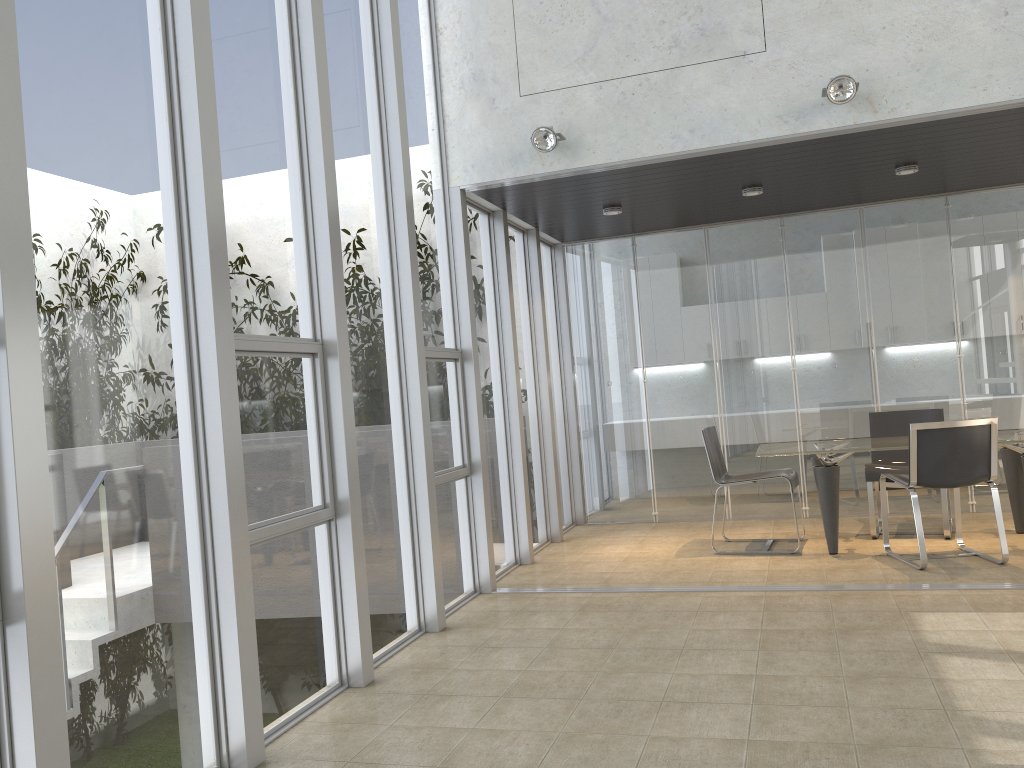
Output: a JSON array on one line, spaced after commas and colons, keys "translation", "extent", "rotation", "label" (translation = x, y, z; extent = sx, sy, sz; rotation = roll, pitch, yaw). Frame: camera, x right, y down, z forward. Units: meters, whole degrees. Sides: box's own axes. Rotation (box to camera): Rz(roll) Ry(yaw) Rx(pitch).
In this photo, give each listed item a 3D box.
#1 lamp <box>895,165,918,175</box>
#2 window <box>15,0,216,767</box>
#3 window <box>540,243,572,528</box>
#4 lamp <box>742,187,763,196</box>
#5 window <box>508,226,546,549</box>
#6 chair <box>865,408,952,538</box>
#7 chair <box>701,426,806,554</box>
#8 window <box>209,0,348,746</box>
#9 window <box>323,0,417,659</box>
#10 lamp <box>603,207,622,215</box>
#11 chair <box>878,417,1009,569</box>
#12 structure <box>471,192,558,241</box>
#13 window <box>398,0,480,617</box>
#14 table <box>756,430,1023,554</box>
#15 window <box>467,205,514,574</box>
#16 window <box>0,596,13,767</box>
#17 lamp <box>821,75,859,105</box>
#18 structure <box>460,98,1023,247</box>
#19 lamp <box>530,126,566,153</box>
[{"translation": [2.829, -1.533, 6.356], "extent": [0.149, 0.038, 0.149], "rotation": [-5, -1, 33], "label": "lamp"}, {"translation": [-1.418, -1.410, 2.916], "extent": [0.010, 5.650, 0.741], "rotation": [-5, -1, 18], "label": "window"}, {"translation": [0.349, 0.013, 8.127], "extent": [0.010, 2.645, 0.741], "rotation": [-5, -1, 18], "label": "window"}, {"translation": [1.811, -1.449, 6.678], "extent": [0.149, 0.038, 0.149], "rotation": [-5, -1, 33], "label": "lamp"}, {"translation": [0.074, 0.025, 7.256], "extent": [0.010, 2.645, 0.741], "rotation": [-5, -1, 18], "label": "window"}, {"translation": [3.037, 0.679, 6.805], "extent": [0.546, 0.922, 0.660], "rotation": [-5, -1, 28], "label": "chair"}, {"translation": [1.821, 0.774, 6.701], "extent": [0.660, 0.922, 0.546], "rotation": [-5, -1, 23], "label": "chair"}, {"translation": [-1.129, -1.423, 3.783], "extent": [0.050, 5.700, 0.800], "rotation": [-5, -1, 18], "label": "window"}, {"translation": [-0.868, -1.434, 4.659], "extent": [0.010, 5.650, 0.741], "rotation": [-5, -1, 18], "label": "window"}, {"translation": [0.793, -1.366, 7.000], "extent": [0.149, 0.038, 0.149], "rotation": [-5, -1, 33], "label": "lamp"}, {"translation": [2.788, 0.687, 5.796], "extent": [0.546, 0.922, 0.660], "rotation": [-5, -1, 3], "label": "chair"}, {"translation": [3.088, 0.667, 5.076], "extent": [6.700, 6.900, 4.916], "rotation": [-5, -1, 18], "label": "structure"}, {"translation": [-0.579, -1.447, 5.525], "extent": [0.050, 5.700, 0.800], "rotation": [-5, -1, 18], "label": "window"}, {"translation": [2.953, 0.768, 6.351], "extent": [2.250, 0.733, 0.900], "rotation": [-5, -1, 18], "label": "table"}, {"translation": [-0.201, 0.037, 6.385], "extent": [0.010, 2.645, 0.741], "rotation": [-5, -1, 18], "label": "window"}, {"translation": [-1.678, -1.399, 2.040], "extent": [0.050, 5.700, 0.800], "rotation": [-5, -1, 18], "label": "window"}, {"translation": [1.867, -1.656, 5.037], "extent": [0.197, 0.154, 0.254], "rotation": [-5, -1, 18], "label": "lamp"}, {"translation": [0.668, -2.033, 2.981], "extent": [9.817, 6.605, 10.665], "rotation": [-5, -1, 16], "label": "structure"}, {"translation": [0.217, -1.520, 5.546], "extent": [0.197, 0.154, 0.228], "rotation": [-5, -1, 18], "label": "lamp"}]
